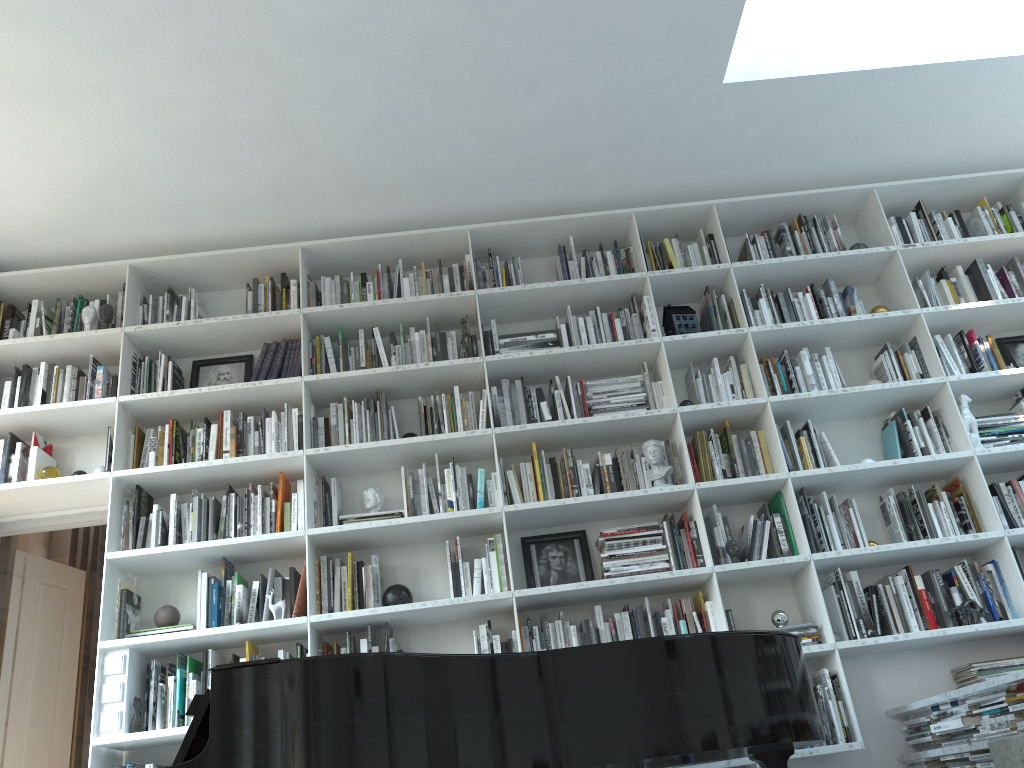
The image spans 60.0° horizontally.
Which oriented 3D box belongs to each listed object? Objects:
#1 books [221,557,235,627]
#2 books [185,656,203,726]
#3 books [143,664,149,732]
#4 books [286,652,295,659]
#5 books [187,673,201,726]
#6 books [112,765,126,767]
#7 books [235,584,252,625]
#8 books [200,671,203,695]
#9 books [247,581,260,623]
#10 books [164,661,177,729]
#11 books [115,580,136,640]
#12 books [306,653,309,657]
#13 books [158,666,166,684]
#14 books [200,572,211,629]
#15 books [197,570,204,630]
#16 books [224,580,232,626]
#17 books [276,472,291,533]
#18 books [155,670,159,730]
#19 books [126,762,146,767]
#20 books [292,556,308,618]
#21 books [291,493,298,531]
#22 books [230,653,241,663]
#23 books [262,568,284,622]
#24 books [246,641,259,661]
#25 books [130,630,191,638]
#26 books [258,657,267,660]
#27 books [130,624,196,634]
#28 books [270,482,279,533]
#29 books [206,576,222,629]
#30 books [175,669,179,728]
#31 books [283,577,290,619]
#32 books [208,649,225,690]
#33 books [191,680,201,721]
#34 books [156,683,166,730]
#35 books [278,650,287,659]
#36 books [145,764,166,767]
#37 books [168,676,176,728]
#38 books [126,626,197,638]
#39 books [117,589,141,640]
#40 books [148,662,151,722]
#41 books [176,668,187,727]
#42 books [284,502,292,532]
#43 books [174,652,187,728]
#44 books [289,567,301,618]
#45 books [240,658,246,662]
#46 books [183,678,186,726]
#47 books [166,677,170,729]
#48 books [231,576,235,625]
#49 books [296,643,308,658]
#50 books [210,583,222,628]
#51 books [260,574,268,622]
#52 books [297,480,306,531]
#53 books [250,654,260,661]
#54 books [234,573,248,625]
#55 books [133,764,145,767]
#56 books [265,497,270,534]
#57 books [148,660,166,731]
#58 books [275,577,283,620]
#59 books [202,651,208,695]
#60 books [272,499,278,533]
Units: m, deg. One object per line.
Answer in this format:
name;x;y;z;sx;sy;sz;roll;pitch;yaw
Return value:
books;-1.236;0.935;3.856;0.011;0.334;0.154;-6;-26;-3
books;-1.311;1.284;3.656;0.007;0.285;0.183;-6;-26;-3
books;-1.486;1.317;3.673;0.008;0.283;0.160;-6;-26;-3
books;-0.919;1.262;3.692;0.013;0.259;0.143;-6;-26;-3
books;-1.295;1.315;3.647;0.015;0.218;0.191;-6;-26;-3
books;-1.534;1.649;3.477;0.011;0.275;0.190;-6;-26;-3
books;-1.144;0.977;3.801;0.029;0.189;0.190;-6;-26;-3
books;-1.264;1.320;3.679;0.016;0.229;0.137;-6;-26;-3
books;-1.103;0.976;3.838;0.056;0.213;0.143;-6;-26;-3
books;-1.400;1.303;3.662;0.008;0.278;0.165;-6;-26;-3
books;-1.665;1.007;3.824;0.012;0.283;0.160;-6;-26;-3
books;-0.829;1.256;3.680;0.010;0.239;0.175;-6;-26;-3
books;-1.425;1.311;3.653;0.007;0.262;0.177;-6;-26;-3
books;-1.309;0.967;3.828;0.024;0.271;0.151;-6;-26;-3
books;-1.328;0.964;3.831;0.012;0.283;0.160;-6;-26;-3
books;-1.209;0.982;3.840;0.030;0.230;0.148;-6;-26;-3
books;-1.036;0.582;4.018;0.035;0.324;0.171;-6;-26;-3
books;-1.439;1.324;3.668;0.022;0.256;0.142;-6;-26;-3
books;-1.504;1.646;3.488;0.052;0.282;0.173;-6;-26;-3
books;-0.888;0.902;3.819;0.082;0.275;0.229;-6;-26;-3
books;-0.967;0.622;4.002;0.031;0.222;0.145;-6;-26;-3
books;-1.142;1.273;3.676;0.014;0.280;0.151;-6;-26;-3
books;-1.035;0.943;3.837;0.060;0.254;0.159;-6;-26;-3
books;-1.075;1.247;3.688;0.021;0.321;0.172;-6;-26;-3
books;-1.469;1.082;3.778;0.254;0.012;0.161;-5;-26;-6
books;-1.018;1.272;3.671;0.028;0.248;0.159;-6;-26;-3
books;-1.472;1.063;3.793;0.254;0.012;0.161;-7;-26;-2
books;-1.072;0.608;4.021;0.015;0.291;0.144;-6;-26;-3
books;-1.281;0.975;3.833;0.031;0.254;0.144;-6;-26;-3
books;-1.352;1.314;3.657;0.014;0.242;0.171;-6;-26;-3
books;-0.959;0.957;3.834;0.027;0.208;0.144;-6;-26;-3
books;-1.227;1.272;3.677;0.012;0.305;0.190;-6;-26;-3
books;-1.278;1.325;3.638;0.016;0.188;0.184;-6;-26;-3
books;-1.408;1.335;3.623;0.019;0.188;0.194;-6;-26;-3
books;-0.936;1.253;3.675;0.021;0.264;0.186;-6;-26;-3
books;-1.406;1.645;3.494;0.029;0.265;0.172;-6;-26;-3
books;-1.371;1.325;3.644;0.015;0.216;0.181;-6;-26;-3
books;-1.470;1.071;3.781;0.285;0.012;0.160;-8;-26;1
books;-1.643;1.019;3.807;0.028;0.242;0.157;-6;-26;-3
books;-1.475;1.313;3.673;0.016;0.288;0.153;-6;-26;-3
books;-1.340;1.306;3.646;0.009;0.243;0.185;-6;-26;-3
books;-0.995;0.643;3.992;0.030;0.182;0.152;-6;-26;-3
books;-1.366;1.284;3.674;0.006;0.313;0.146;-6;-26;-3
books;-0.937;0.937;3.847;0.021;0.250;0.155;-6;-26;-3
books;-1.092;1.281;3.674;0.026;0.253;0.177;-6;-26;-3
books;-1.326;1.334;3.667;0.016;0.210;0.146;-6;-26;-3
books;-1.385;1.332;3.655;0.015;0.217;0.177;-6;-26;-3
books;-1.184;0.969;3.839;0.022;0.247;0.129;-6;-26;-3
books;-0.867;1.236;3.683;0.014;0.285;0.180;-6;-26;-3
books;-1.248;0.979;3.798;0.029;0.207;0.190;-6;-26;-3
books;-1.070;0.960;3.845;0.013;0.240;0.142;-6;-26;-3
books;-0.942;0.594;4.021;0.027;0.284;0.148;-6;-26;-3
books;-1.046;1.268;3.668;0.028;0.259;0.182;-6;-26;-3
books;-1.168;0.958;3.824;0.011;0.249;0.173;-6;-26;-3
books;-1.472;1.656;3.506;0.010;0.272;0.151;-6;-26;-3
books;-1.085;0.639;4.001;0.021;0.219;0.149;-6;-26;-3
books;-1.460;1.306;3.668;0.014;0.293;0.172;-6;-26;-3
books;-0.987;0.956;3.823;0.030;0.206;0.173;-6;-26;-3
books;-1.242;1.271;3.664;0.019;0.299;0.181;-6;-26;-3
books;-1.052;0.639;3.989;0.013;0.202;0.162;-6;-26;-3
